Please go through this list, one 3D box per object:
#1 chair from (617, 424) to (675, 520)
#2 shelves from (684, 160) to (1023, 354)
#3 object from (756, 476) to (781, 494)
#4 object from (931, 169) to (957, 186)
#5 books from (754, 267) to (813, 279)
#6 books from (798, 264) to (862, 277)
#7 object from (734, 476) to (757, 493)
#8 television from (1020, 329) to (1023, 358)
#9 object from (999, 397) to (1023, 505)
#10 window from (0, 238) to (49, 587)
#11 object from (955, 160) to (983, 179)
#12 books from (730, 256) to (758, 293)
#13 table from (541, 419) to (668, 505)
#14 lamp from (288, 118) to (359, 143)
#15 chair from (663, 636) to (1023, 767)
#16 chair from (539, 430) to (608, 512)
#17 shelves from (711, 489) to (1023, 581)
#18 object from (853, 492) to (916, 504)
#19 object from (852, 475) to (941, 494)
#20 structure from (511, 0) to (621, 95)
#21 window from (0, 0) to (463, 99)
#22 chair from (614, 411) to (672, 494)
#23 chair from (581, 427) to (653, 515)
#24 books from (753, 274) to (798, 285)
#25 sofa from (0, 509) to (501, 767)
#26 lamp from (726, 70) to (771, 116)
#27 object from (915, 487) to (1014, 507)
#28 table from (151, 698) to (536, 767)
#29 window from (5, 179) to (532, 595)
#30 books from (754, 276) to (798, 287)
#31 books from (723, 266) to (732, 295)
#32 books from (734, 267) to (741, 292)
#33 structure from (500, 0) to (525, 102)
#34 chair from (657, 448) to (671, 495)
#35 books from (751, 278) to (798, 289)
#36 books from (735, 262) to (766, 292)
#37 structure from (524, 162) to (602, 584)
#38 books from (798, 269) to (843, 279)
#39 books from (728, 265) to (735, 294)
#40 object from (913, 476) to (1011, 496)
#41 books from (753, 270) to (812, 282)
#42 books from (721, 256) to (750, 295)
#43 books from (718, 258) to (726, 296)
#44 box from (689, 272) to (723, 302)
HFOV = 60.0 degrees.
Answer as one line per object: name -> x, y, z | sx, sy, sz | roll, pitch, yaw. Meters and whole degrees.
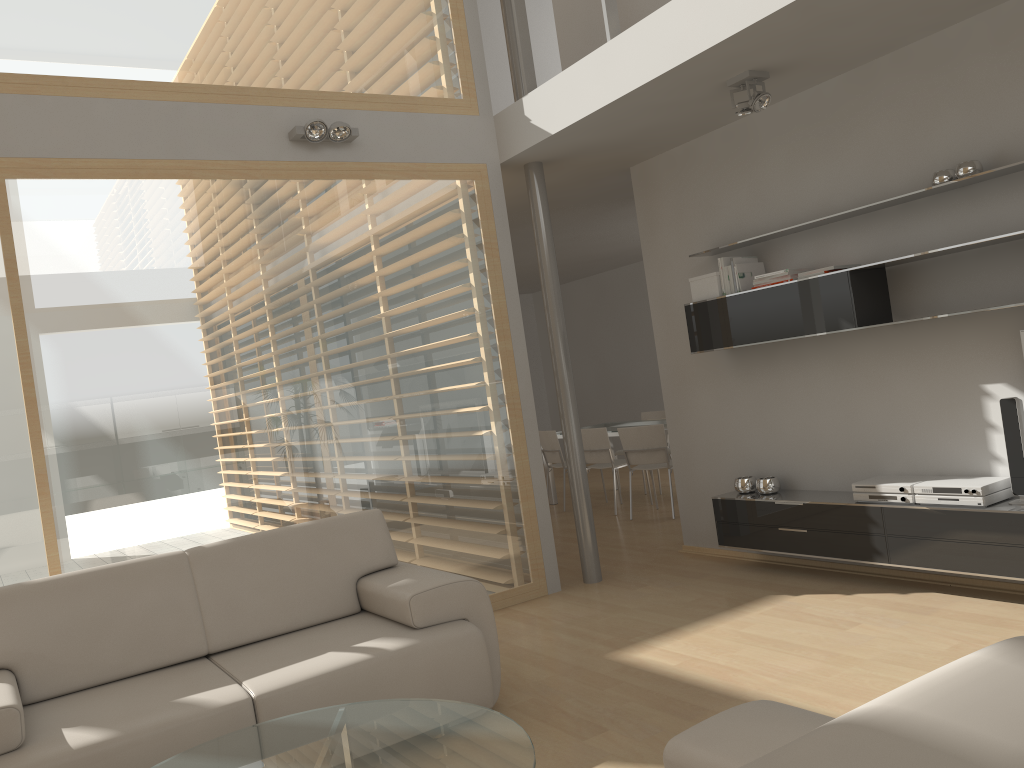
chair -> 1.290, 0.741, 7.793 | 0.455, 0.807, 0.501 | -8, 0, 38
shelves -> 2.322, -0.512, 3.755 | 0.300, 0.914, 4.236 | -8, 0, -32
object -> 1.534, 0.607, 5.310 | 0.143, 0.091, 0.143 | -8, 0, 0
object -> 2.056, -0.977, 4.218 | 0.115, 0.081, 0.115 | -8, 0, 39
books -> 1.525, -0.621, 4.976 | 0.230, 0.017, 0.227 | -8, 0, -37
books -> 1.690, -0.605, 4.720 | 0.227, 0.017, 0.230 | -8, 0, -32
object -> 1.441, 0.621, 5.461 | 0.143, 0.091, 0.143 | -8, 0, 0
television -> 2.693, 0.070, 3.495 | 0.096, 0.735, 1.224 | -8, 0, -32
object -> 2.302, 0.300, 4.040 | 0.116, 0.483, 0.111 | -8, 0, -36
window -> -3.287, 0.449, 3.435 | 2.525, 2.500, 0.020 | -8, 0, -32
object -> 2.097, -0.983, 4.072 | 0.115, 0.081, 0.115 | -8, 0, 39
books -> 1.378, -0.643, 5.221 | 0.207, 0.210, 0.021 | -8, 0, -32
table -> 1.302, 0.768, 8.694 | 0.900, 0.746, 2.199 | -8, 0, -32
lamp -> -1.018, -1.373, 4.853 | 0.360, 0.110, 0.183 | -8, 0, -32
chair -> 0.206, 0.884, 1.236 | 1.562, 0.846, 1.165 | -8, 0, -32
chair -> 0.599, 0.839, 9.030 | 0.501, 0.807, 0.455 | -8, 0, -22
shelves -> 2.492, 0.675, 3.756 | 0.300, 0.312, 4.236 | -8, 0, -32
object -> 1.972, 0.566, 4.554 | 0.262, 0.049, 0.349 | -8, 0, -32
object -> 1.965, 0.518, 4.554 | 0.262, 0.049, 0.349 | -8, 0, -32
structure -> 1.313, -2.333, 3.308 | 0.080, 0.900, 5.400 | -8, 0, -32
window -> -1.520, -2.685, 4.780 | 2.525, 2.200, 0.020 | -8, 0, -32
chair -> 1.416, 0.721, 9.452 | 0.501, 0.807, 0.455 | -8, 0, -32
chair -> 0.953, 0.789, 8.412 | 0.501, 0.807, 0.455 | -8, 0, -37
books -> 1.515, -0.588, 4.980 | 0.190, 0.015, 0.254 | -8, 0, -36
sofa -> -1.171, 1.080, 3.470 | 2.093, 0.846, 1.168 | -8, 0, -32
lamp -> 1.209, -1.463, 4.492 | 0.150, 0.195, 0.214 | -8, 0, -32
object -> 2.164, 0.539, 4.257 | 0.250, 0.049, 0.349 | -8, 0, -32
table -> -0.508, 1.228, 2.304 | 1.198, 0.370, 1.198 | -8, 0, -15
window -> -1.115, 0.136, 4.783 | 2.525, 2.500, 0.020 | -8, 0, -32
books -> 1.523, -0.576, 4.972 | 0.190, 0.011, 0.268 | -8, 0, -31
books -> 1.357, -0.619, 5.267 | 0.230, 0.169, 0.027 | -8, 0, -32
books -> 1.391, -0.618, 5.208 | 0.207, 0.156, 0.009 | -8, 0, -32
structure -> -0.078, -2.893, 5.680 | 0.122, 2.400, 0.121 | -8, 0, -44
chair -> 1.762, 0.672, 8.913 | 0.501, 0.807, 0.455 | -8, 0, -32
books -> 1.527, -0.564, 4.968 | 0.210, 0.013, 0.297 | -8, 0, -32
books -> 1.410, -0.626, 5.202 | 0.230, 0.169, 0.023 | -8, 0, -32
structure -> 0.327, -0.072, 5.682 | 0.122, 2.700, 0.121 | -8, 0, -44
books -> 1.689, -0.589, 4.733 | 0.254, 0.015, 0.190 | -8, 0, -26
books -> 1.379, -0.622, 5.248 | 0.230, 0.169, 0.027 | -8, 0, -32
object -> 2.153, 0.491, 4.253 | 0.262, 0.049, 0.349 | -8, 0, -32
books -> 1.515, -0.603, 4.972 | 0.190, 0.015, 0.254 | -8, 0, -31
books -> 1.349, -0.647, 5.290 | 0.230, 0.227, 0.017 | -8, 0, -32
books -> 1.333, -0.645, 5.302 | 0.230, 0.227, 0.017 | -8, 0, -32
box -> 1.249, -0.594, 5.393 | 0.232, 0.149, 0.232 | -8, 0, -32
